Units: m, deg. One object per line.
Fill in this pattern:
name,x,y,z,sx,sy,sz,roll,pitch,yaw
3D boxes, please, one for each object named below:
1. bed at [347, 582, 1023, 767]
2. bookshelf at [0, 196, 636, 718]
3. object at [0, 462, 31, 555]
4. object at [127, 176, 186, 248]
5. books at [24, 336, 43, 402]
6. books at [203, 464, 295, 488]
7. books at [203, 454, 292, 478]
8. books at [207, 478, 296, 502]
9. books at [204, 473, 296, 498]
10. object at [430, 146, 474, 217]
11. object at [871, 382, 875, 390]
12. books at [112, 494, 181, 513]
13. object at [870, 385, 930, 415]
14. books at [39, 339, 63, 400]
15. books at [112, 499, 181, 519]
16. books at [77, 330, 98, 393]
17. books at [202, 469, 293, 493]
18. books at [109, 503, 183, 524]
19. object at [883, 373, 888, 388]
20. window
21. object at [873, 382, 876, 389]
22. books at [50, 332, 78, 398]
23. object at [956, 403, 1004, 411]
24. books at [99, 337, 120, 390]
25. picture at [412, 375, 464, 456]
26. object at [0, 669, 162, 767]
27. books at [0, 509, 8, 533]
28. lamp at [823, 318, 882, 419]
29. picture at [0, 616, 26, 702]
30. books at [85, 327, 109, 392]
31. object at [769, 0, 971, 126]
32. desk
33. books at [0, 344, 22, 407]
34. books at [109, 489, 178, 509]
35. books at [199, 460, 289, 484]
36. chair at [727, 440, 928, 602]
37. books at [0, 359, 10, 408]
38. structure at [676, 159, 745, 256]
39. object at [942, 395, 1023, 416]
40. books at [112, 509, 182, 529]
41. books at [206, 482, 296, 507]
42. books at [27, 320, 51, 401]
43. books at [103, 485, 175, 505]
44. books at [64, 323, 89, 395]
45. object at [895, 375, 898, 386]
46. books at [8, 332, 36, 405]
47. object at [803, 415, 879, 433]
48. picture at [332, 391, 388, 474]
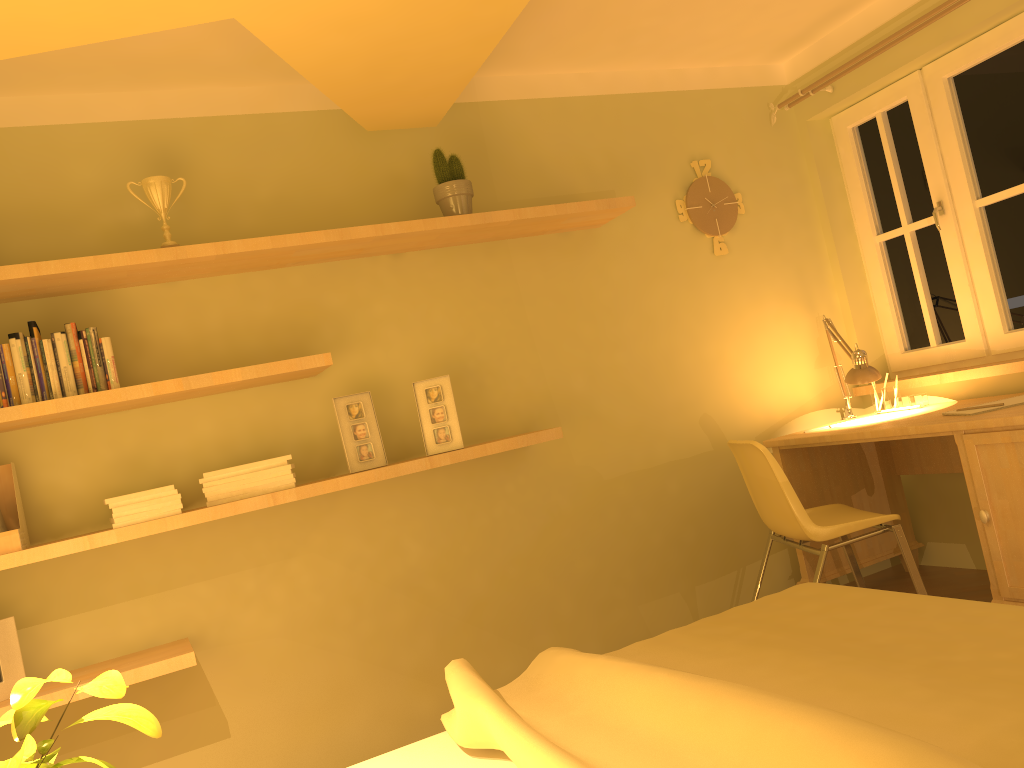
bed,0.062,0.653,1.522,2.378,0.894,1.286,-11,-2,-24
bookshelf,-0.621,0.135,2.981,2.605,1.240,0.300,-11,-2,-24
object,-1.481,0.361,2.573,0.087,0.259,0.236,-11,-2,-24
object,-1.125,-0.531,2.867,0.095,0.268,0.160,-14,-3,36
books,-1.425,-0.030,2.653,0.017,0.203,0.155,-11,-2,-24
books,-0.841,0.294,2.856,0.270,0.015,0.190,-12,-2,-11
books,-0.854,0.266,2.862,0.270,0.015,0.190,-12,-2,-19
books,-0.838,0.340,2.859,0.270,0.015,0.190,-12,-2,-17
books,-0.836,0.324,2.852,0.270,0.015,0.190,-12,-2,-12
object,-0.221,-0.730,3.240,0.145,0.294,0.145,-10,-3,-43
object,1.579,0.035,3.851,0.009,0.162,0.053,-14,-3,41
books,-1.127,0.368,2.731,0.190,0.015,0.270,-11,-2,-25
object,1.634,0.062,3.766,0.070,0.105,0.240,-11,-3,-32
books,-1.378,-0.030,2.663,0.032,0.184,0.173,-11,-2,-24
books,-1.126,0.383,2.736,0.190,0.015,0.270,-11,-2,-23
books,-1.294,-0.053,2.711,0.022,0.198,0.157,-11,-2,-24
books,-0.845,0.310,2.852,0.270,0.015,0.190,-12,-2,-14
books,-1.128,0.399,2.729,0.190,0.015,0.270,-11,-2,-28
object,1.610,0.033,3.842,0.073,0.155,0.008,-14,-3,30
window,1.928,-0.727,3.493,0.142,1.263,1.486,-11,-2,-24
object,1.584,0.034,3.867,0.034,0.165,0.009,-11,-3,-32
books,-1.351,-0.045,2.686,0.040,0.203,0.157,-11,-2,-24
object,1.607,0.080,3.048,0.008,0.009,0.166,-11,-3,-33
books,-1.234,-0.049,2.725,0.032,0.163,0.178,-11,-2,-24
picture,-0.255,0.111,3.155,0.134,0.264,0.171,-13,-2,2
object,-0.273,0.659,0.493,0.372,0.944,0.828,-11,-3,-31
books,-1.504,0.344,2.565,0.043,0.296,0.210,-11,-2,-24
lamp,1.407,-0.069,3.753,0.140,0.455,0.484,-12,-2,1
picture,-1.515,0.795,2.489,0.131,0.219,0.247,-14,-3,43
books,-1.271,-0.061,2.723,0.032,0.203,0.157,-11,-2,-24
object,1.598,-1.354,3.348,0.190,0.113,1.708,-11,-2,-24
desk,1.706,0.447,3.232,0.684,0.720,1.396,-11,-2,-24
books,-1.481,-0.013,2.631,0.032,0.193,0.146,-11,-2,-24
books,-1.134,0.354,2.738,0.190,0.015,0.270,-12,-2,-22
books,-0.861,0.284,2.869,0.270,0.015,0.190,-12,-2,-14
chair,1.092,0.549,3.231,0.546,0.785,0.531,-12,-2,-4
books,-1.500,0.001,2.615,0.021,0.172,0.157,-11,-2,-24
structure,0.882,-0.781,3.905,0.360,0.432,0.027,-11,-2,-24
object,1.678,0.073,3.058,0.300,0.010,0.210,-12,-2,1
books,-1.125,0.413,2.728,0.190,0.015,0.270,-11,-2,-25
books,-0.834,0.354,2.858,0.270,0.015,0.190,-12,-2,-14
books,-1.412,-0.055,2.661,0.021,0.247,0.157,-11,-2,-24
books,-1.147,0.341,2.718,0.190,0.015,0.270,-11,-2,-27
books,-1.325,-0.062,2.709,0.032,0.229,0.138,-11,-2,-24
object,1.641,0.033,3.793,0.043,0.138,0.010,-14,-3,40
books,-1.448,-0.032,2.637,0.038,0.217,0.166,-11,-2,-24
object,1.364,0.167,3.682,0.300,0.009,0.040,-13,-2,6
picture,-0.542,0.171,3.069,0.134,0.264,0.171,-11,-2,-25
